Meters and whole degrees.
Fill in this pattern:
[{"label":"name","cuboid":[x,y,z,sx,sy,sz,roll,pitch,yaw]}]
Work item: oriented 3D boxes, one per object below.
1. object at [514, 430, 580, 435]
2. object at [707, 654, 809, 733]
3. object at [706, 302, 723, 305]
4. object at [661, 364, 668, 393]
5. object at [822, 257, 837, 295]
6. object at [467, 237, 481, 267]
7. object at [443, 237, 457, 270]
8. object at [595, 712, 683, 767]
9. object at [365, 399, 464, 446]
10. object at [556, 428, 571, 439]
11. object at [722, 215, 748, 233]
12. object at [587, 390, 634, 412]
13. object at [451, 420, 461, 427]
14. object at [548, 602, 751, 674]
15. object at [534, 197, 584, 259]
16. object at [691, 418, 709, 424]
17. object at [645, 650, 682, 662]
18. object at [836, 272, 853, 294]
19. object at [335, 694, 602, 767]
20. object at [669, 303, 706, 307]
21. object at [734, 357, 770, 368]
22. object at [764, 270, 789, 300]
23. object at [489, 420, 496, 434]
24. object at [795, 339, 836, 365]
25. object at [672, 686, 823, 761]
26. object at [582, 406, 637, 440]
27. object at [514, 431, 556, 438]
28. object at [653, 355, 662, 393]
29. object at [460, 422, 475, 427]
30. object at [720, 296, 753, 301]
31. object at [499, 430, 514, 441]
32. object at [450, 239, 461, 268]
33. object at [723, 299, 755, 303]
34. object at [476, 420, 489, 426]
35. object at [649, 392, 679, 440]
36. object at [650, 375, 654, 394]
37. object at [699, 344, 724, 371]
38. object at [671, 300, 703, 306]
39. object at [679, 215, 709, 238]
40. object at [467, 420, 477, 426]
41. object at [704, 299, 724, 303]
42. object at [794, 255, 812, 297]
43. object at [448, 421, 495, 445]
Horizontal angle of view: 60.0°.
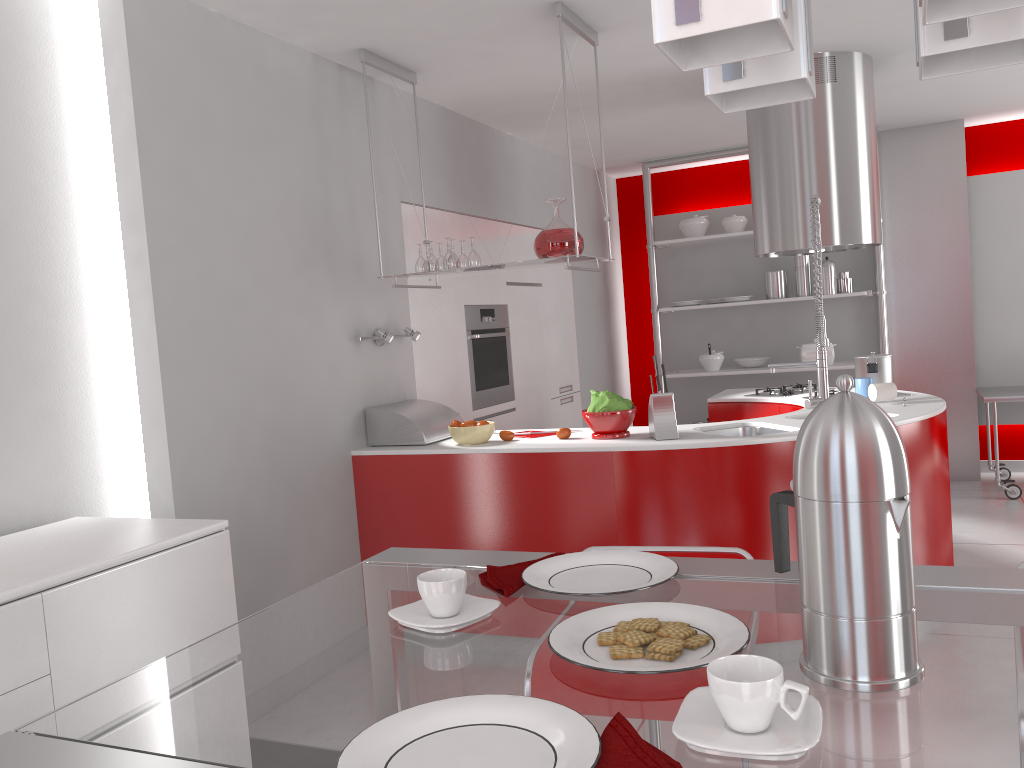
[{"label":"object","cuboid":[0.141,0.216,3.976,0.375,0.008,0.041,-4,3,1]},{"label":"object","cuboid":[0.201,0.263,0.740,0.062,0.049,0.078,-6,4,-26]},{"label":"object","cuboid":[1.634,-0.633,6.961,0.280,0.015,0.280,-6,4,-29]},{"label":"object","cuboid":[0.622,0.061,3.546,0.012,0.279,0.130,-5,3,-5]},{"label":"object","cuboid":[2.272,-0.779,6.377,0.115,0.274,0.115,-3,4,17]},{"label":"object","cuboid":[-0.168,-0.567,3.856,0.060,0.141,0.060,-3,4,24]},{"label":"object","cuboid":[-0.270,-0.557,3.811,0.060,0.141,0.060,-4,3,1]},{"label":"object","cuboid":[0.091,0.302,0.667,0.095,0.012,0.234,-3,4,23]},{"label":"object","cuboid":[-0.439,0.171,4.124,0.300,0.170,0.400,-3,4,24]},{"label":"object","cuboid":[0.219,0.208,3.752,0.064,0.048,0.063,-4,3,2]},{"label":"object","cuboid":[1.688,-1.205,6.724,0.192,0.153,0.192,-2,4,38]},{"label":"object","cuboid":[0.413,0.109,3.683,0.198,0.182,0.193,-3,4,30]},{"label":"object","cuboid":[-0.237,0.185,3.867,0.055,0.058,0.066,-4,3,10]},{"label":"object","cuboid":[0.147,0.278,0.962,0.217,0.015,0.217,-6,4,-28]},{"label":"object","cuboid":[0.194,-0.652,3.756,0.213,0.266,0.213,-7,4,-38]},{"label":"object","cuboid":[1.548,0.338,6.976,0.308,0.130,0.407,-2,4,32]},{"label":"object","cuboid":[0.159,0.280,0.927,0.034,0.006,0.036,-3,4,28]},{"label":"object","cuboid":[2.437,-0.741,6.514,0.127,0.157,0.127,-2,4,35]},{"label":"object","cuboid":[-0.035,0.306,0.726,0.217,0.015,0.217,-4,3,0]},{"label":"object","cuboid":[1.352,-0.604,6.845,0.280,0.015,0.280,-6,4,-29]},{"label":"object","cuboid":[1.861,-0.163,6.873,0.272,0.072,0.272,-5,4,-12]},{"label":"object","cuboid":[1.969,-0.736,6.618,0.184,0.205,0.172,-3,4,29]},{"label":"object","cuboid":[-0.098,0.201,4.138,0.043,0.066,0.042,-2,4,37]},{"label":"object","cuboid":[2.259,-0.238,6.589,0.282,0.197,0.235,-4,4,14]},{"label":"object","cuboid":[0.199,0.287,0.748,0.119,0.016,0.119,-3,4,22]},{"label":"object","cuboid":[0.408,0.162,3.690,0.229,0.118,0.228,-5,3,-5]},{"label":"object","cuboid":[0.085,0.226,3.983,0.168,0.006,0.266,-7,4,-39]},{"label":"object","cuboid":[0.593,0.047,3.552,0.014,0.322,0.150,-5,3,-5]},{"label":"object","cuboid":[-0.191,0.188,3.827,0.065,0.052,0.062,-4,3,9]},{"label":"object","cuboid":[1.692,-0.634,6.676,0.244,0.042,0.244,-4,3,9]},{"label":"object","cuboid":[-0.022,0.224,3.838,0.065,0.047,0.063,-3,4,24]},{"label":"object","cuboid":[-0.259,-0.563,3.896,0.060,0.141,0.060,-3,4,24]},{"label":"object","cuboid":[1.693,-0.620,6.677,0.280,0.015,0.280,-7,4,-36]},{"label":"object","cuboid":[-0.128,0.183,3.844,0.066,0.049,0.062,-2,4,32]},{"label":"object","cuboid":[0.599,0.124,3.530,0.091,0.178,0.137,-5,3,-3]},{"label":"object","cuboid":[0.568,0.063,3.543,0.009,0.197,0.091,-5,3,-5]},{"label":"object","cuboid":[1.541,-0.208,6.849,0.192,0.214,0.192,-4,3,11]},{"label":"object","cuboid":[1.351,-0.617,6.845,0.244,0.042,0.244,-4,3,9]},{"label":"object","cuboid":[1.407,-1.209,6.847,0.231,0.191,0.231,-6,4,-25]},{"label":"object","cuboid":[-0.179,0.184,3.888,0.066,0.049,0.062,-3,4,21]},{"label":"object","cuboid":[1.633,-0.646,6.960,0.244,0.042,0.244,-3,4,16]},{"label":"object","cuboid":[2.131,-0.802,6.492,0.109,0.329,0.110,-3,4,22]},{"label":"object","cuboid":[-0.172,0.217,3.840,0.201,0.086,0.201,-3,4,25]}]
